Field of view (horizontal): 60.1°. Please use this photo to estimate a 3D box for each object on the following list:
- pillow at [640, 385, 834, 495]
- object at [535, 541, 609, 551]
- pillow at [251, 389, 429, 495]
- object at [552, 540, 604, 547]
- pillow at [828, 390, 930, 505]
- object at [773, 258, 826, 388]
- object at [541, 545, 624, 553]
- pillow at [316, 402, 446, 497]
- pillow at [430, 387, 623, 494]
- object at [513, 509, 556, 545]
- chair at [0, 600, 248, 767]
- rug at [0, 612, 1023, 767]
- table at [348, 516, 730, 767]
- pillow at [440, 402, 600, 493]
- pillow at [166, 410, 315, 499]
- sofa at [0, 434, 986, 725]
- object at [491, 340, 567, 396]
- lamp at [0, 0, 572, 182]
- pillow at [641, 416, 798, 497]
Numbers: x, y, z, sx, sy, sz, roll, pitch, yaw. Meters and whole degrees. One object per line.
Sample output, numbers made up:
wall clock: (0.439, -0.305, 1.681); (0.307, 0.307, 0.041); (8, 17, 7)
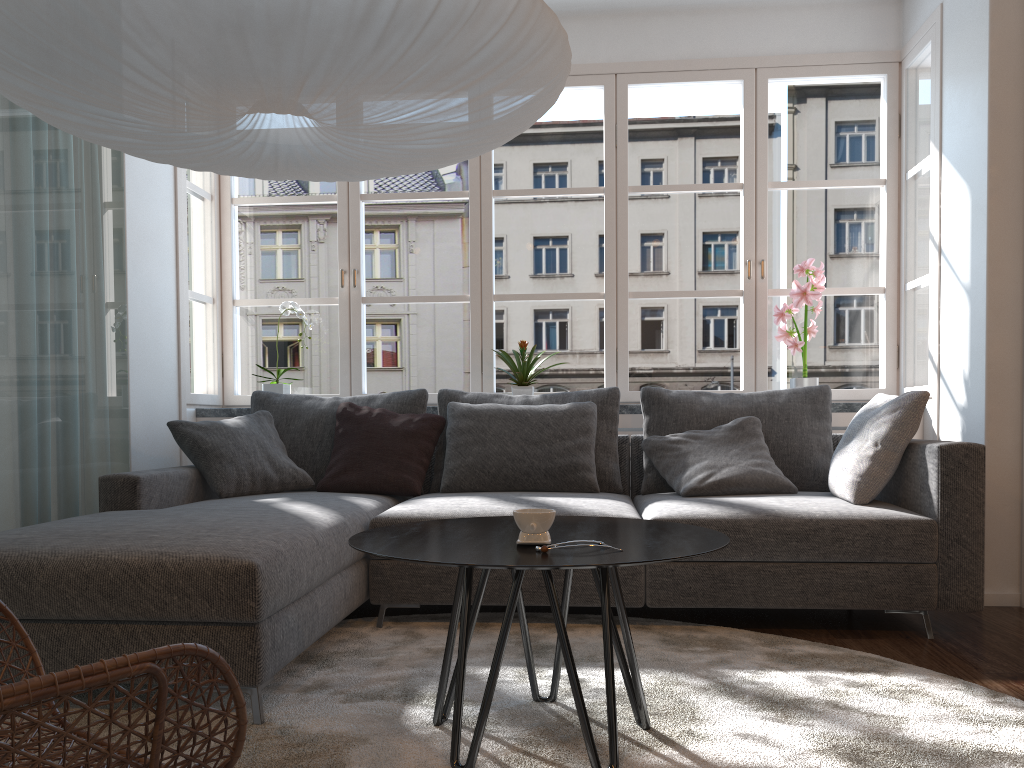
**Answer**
pillow: (0.974, 0.241, 3.825); (0.836, 0.478, 0.275); (-1, 1, 5)
object: (0.125, 0.326, 1.787); (0.163, 0.016, 0.025); (0, -1, -20)
pillow: (-0.804, 0.260, 3.981); (0.836, 0.479, 0.275); (-1, 1, 5)
object: (0.138, 0.331, 1.843); (0.124, 0.010, 0.026); (1, -2, -29)
pillow: (1.339, 0.235, 3.332); (0.286, 0.415, 0.494); (0, -1, 4)
object: (1.387, -0.250, 4.246); (0.201, 0.692, 0.297); (-1, 1, -16)
object: (0.140, 0.324, 1.747); (0.168, 0.015, 0.015); (0, 0, -8)
pillow: (-0.563, 0.275, 3.804); (0.521, 0.404, 0.310); (-1, 0, 7)
pillow: (0.064, 0.250, 3.915); (0.839, 0.476, 0.276); (-1, 1, 5)
object: (0.041, 0.303, 1.856); (0.091, 0.069, 0.139); (-1, -2, 17)
chair: (-0.830, 0.421, 1.172); (0.718, 0.710, 0.685); (-1, 0, 38)
rug: (-0.076, 0.809, 1.938); (2.837, 0.012, 2.838); (0, -3, -15)
table: (0.061, 0.580, 2.016); (0.847, 0.473, 0.847); (-1, -1, 7)
pillow: (0.038, 0.270, 3.775); (0.667, 0.398, 0.292); (-1, 0, 5)
pillow: (-1.130, 0.288, 3.709); (0.346, 0.360, 0.515); (-1, -1, 44)
sofa: (0.042, 0.528, 3.049); (3.067, 0.672, 2.040); (-1, -2, 5)
object: (0.082, -0.056, 4.355); (0.376, 0.329, 0.322); (0, 0, -20)
lamp: (-0.585, -0.718, 2.228); (1.471, 0.210, 1.469); (-3, -3, 42)
pillow: (0.833, 0.291, 3.598); (0.492, 0.321, 0.444); (0, -1, -13)
